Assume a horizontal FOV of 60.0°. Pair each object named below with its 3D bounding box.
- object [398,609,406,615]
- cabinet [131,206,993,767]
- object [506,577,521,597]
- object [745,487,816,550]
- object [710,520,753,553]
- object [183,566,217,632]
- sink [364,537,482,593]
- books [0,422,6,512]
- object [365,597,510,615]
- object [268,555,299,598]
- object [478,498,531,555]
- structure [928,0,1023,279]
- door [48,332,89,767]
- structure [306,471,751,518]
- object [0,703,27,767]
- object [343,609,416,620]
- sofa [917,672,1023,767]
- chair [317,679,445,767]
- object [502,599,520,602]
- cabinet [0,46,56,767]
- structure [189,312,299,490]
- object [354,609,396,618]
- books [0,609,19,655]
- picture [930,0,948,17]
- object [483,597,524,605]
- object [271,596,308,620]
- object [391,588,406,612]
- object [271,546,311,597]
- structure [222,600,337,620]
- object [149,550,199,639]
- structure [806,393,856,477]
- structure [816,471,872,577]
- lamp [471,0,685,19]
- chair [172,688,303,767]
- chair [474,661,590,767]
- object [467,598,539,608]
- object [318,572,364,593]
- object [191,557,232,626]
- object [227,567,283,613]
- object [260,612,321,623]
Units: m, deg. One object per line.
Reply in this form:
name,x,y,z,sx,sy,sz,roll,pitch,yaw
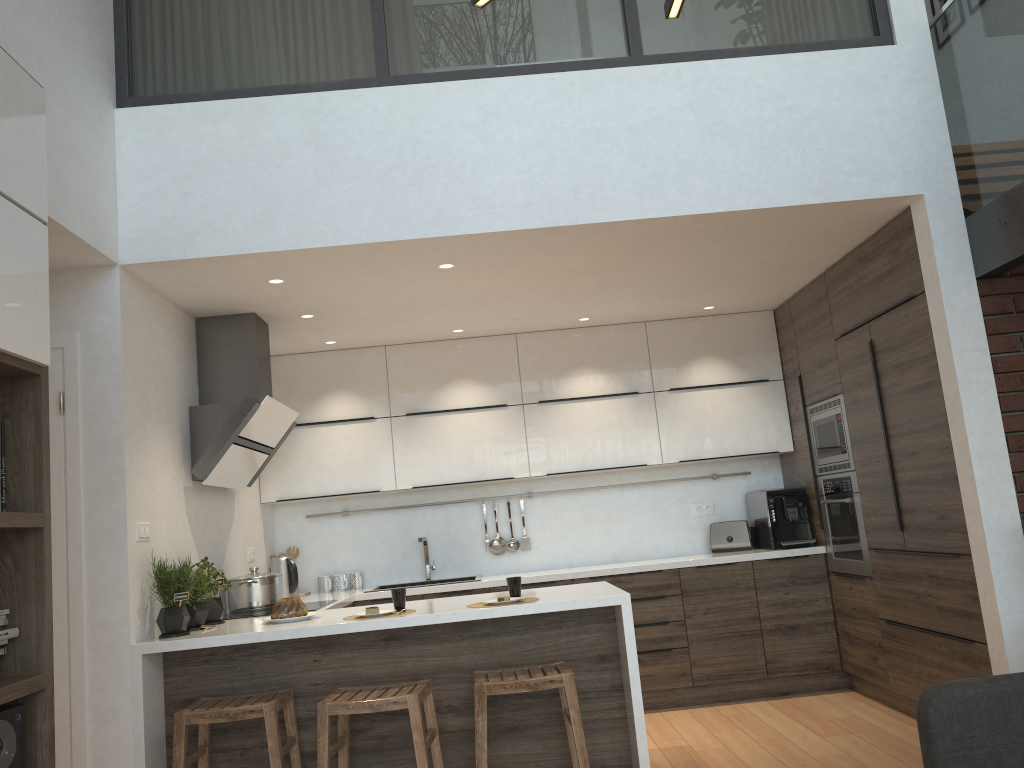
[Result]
object,-0.457,0.942,3.662,0.025,0.011,0.126,-6,-9,2
cabinet,0.184,0.705,4.780,3.495,2.401,2.401,-5,-9,-2
object,0.012,0.871,3.774,0.066,0.093,0.066,-1,-10,-29
object,1.732,0.863,5.719,0.274,0.378,0.532,-5,-9,-2
object,1.441,1.002,5.842,0.260,0.195,0.177,-9,-9,18
object,-1.409,0.940,3.912,0.221,0.283,0.211,-7,-9,11
sink,-0.545,1.228,5.589,0.706,0.518,0.512,-5,-9,-2
books,-1.391,0.180,2.103,0.201,0.287,0.332,-5,-9,-2
object,-0.306,0.909,3.658,0.597,0.039,0.064,-5,-9,-6
object,-1.363,1.156,5.270,0.179,0.270,0.220,-3,-9,-15
object,-0.048,0.939,5.916,0.320,0.389,0.069,-6,-9,-1
structure,2.699,-0.226,2.382,1.289,3.460,5.660,-5,-9,-2
door,-2.171,0.879,3.486,0.974,2.136,0.085,-5,-9,-2
structure,0.123,0.744,5.958,3.000,0.045,0.050,-5,-9,-2
object,-1.274,0.929,2.018,0.244,0.331,0.214,-7,-9,8
object,-0.554,0.966,3.710,0.305,0.002,0.305,0,-11,-33
sofa,1.129,0.700,0.789,2.108,0.995,3.169,-5,-9,-2
chair,-0.483,1.458,3.320,0.450,0.600,0.350,-6,-9,3
object,-0.020,0.885,3.608,0.126,0.012,0.025,-8,-9,16
cabinet,-1.292,0.097,0.281,0.338,2.494,4.036,-5,-9,-2
structure,-1.427,0.042,4.756,0.407,0.998,0.898,-5,-9,-2
object,-0.567,0.953,3.674,0.176,0.014,0.176,-4,-9,-12
books,-1.327,0.614,2.010,0.224,0.176,0.374,-5,-9,-3
picture,2.911,-2.511,5.924,0.025,0.410,0.333,-5,-9,-2
object,-0.034,0.897,3.658,0.176,0.014,0.176,-6,-9,2
object,-0.979,0.986,3.886,0.155,0.101,0.161,-5,-9,-6
object,-0.481,0.922,3.786,0.066,0.093,0.066,-12,-11,33
object,-1.444,1.206,5.690,0.221,0.316,0.330,-5,-9,-2
structure,-1.228,1.167,4.576,0.550,0.006,0.609,-5,-9,-2
object,-1.411,0.864,3.704,0.186,0.367,0.196,-5,-9,-2
structure,2.072,0.289,5.170,0.459,0.430,0.595,-5,-9,-2
structure,2.103,0.783,5.092,0.495,0.570,0.595,-5,-9,-2
lamp,0.123,-2.467,1.457,1.200,3.645,0.831,-7,-9,8
chair,-1.049,1.530,3.421,0.450,0.600,0.350,-5,-9,-2
chair,0.066,1.418,3.418,0.450,0.600,0.350,-5,-9,-4
object,-0.037,0.912,3.699,0.304,0.002,0.304,-11,-10,30
object,-1.123,1.299,5.805,0.297,0.105,0.112,-6,-9,0
object,-1.408,0.956,4.108,0.179,0.311,0.172,-7,-9,9
object,-1.368,1.087,4.723,0.288,0.223,0.315,-13,-11,39
object,-0.964,1.021,3.870,0.261,0.021,0.261,-5,-9,-8
